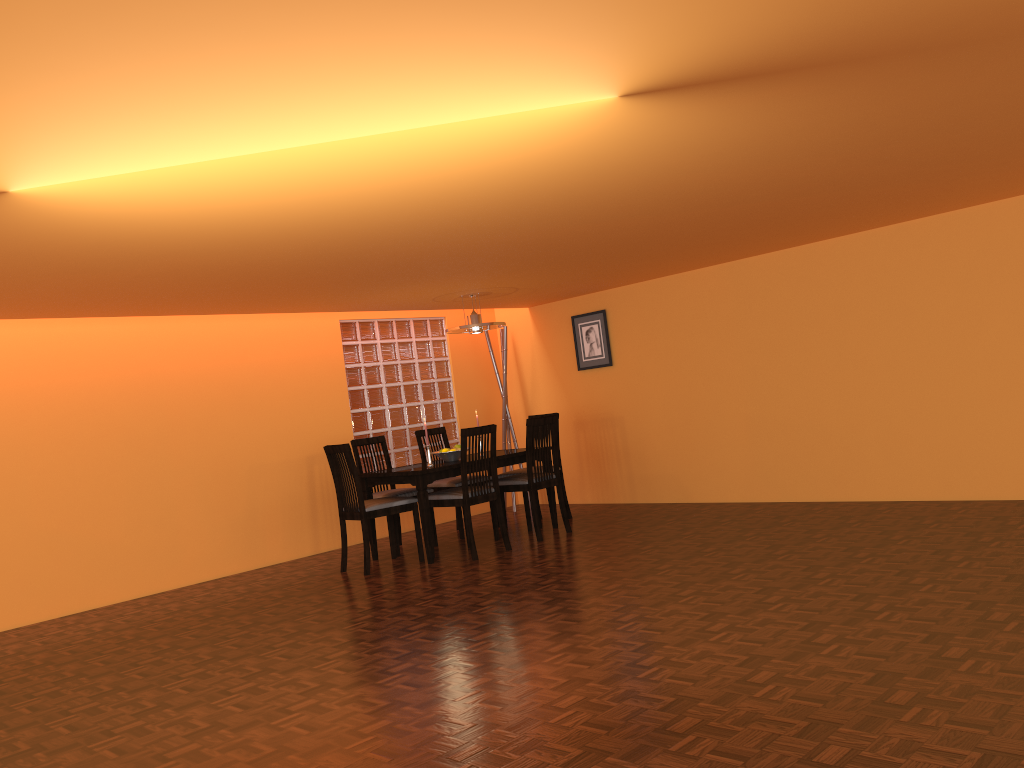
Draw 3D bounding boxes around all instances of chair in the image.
[{"bbox_3d":[0.107,0.639,6.029,0.373,0.809,0.465,-6,-2,-45],"label":"chair"},{"bbox_3d":[-0.299,0.683,5.622,0.373,0.809,0.465,-6,-2,-45],"label":"chair"},{"bbox_3d":[-0.834,0.761,6.164,0.373,0.809,0.465,-6,-2,-45],"label":"chair"},{"bbox_3d":[-0.428,0.717,6.572,0.373,0.809,0.465,-6,-2,-45],"label":"chair"},{"bbox_3d":[0.159,0.644,6.608,0.373,0.809,0.465,-8,-1,40],"label":"chair"},{"bbox_3d":[-0.876,0.756,5.579,0.465,0.809,0.373,-6,-1,-40],"label":"chair"}]

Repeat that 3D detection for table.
[{"bbox_3d":[-0.333,0.809,6.069,1.259,0.584,0.697,-6,-2,-45],"label":"table"}]

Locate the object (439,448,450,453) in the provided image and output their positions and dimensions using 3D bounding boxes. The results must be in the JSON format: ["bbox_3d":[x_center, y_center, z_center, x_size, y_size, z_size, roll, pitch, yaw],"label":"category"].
[{"bbox_3d":[-0.454,0.479,6.057,0.087,0.076,0.089,-6,-1,-39],"label":"object"}]

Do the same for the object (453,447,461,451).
[{"bbox_3d":[-0.361,0.459,6.029,0.055,0.070,0.066,-8,-1,26],"label":"object"}]

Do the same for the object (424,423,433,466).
[{"bbox_3d":[-0.555,0.374,5.815,0.044,0.326,0.044,-8,-1,34],"label":"object"}]

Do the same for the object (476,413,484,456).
[{"bbox_3d":[-0.233,0.342,6.257,0.044,0.326,0.044,-8,-1,34],"label":"object"}]

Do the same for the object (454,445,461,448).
[{"bbox_3d":[-0.367,0.448,6.109,0.069,0.066,0.069,-6,-1,-35],"label":"object"}]

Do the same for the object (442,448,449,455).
[{"bbox_3d":[-0.447,0.456,5.965,0.046,0.046,0.055,-8,-1,28],"label":"object"}]

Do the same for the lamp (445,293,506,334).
[{"bbox_3d":[-0.271,-0.498,6.319,0.435,0.274,0.435,-7,-1,-23],"label":"lamp"}]

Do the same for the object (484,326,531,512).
[{"bbox_3d":[-0.029,0.296,7.598,0.226,1.589,0.308,-7,-1,-23],"label":"object"}]

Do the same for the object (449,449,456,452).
[{"bbox_3d":[-0.399,0.462,5.980,0.055,0.046,0.046,-7,-1,8],"label":"object"}]

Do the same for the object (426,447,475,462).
[{"bbox_3d":[-0.412,0.489,6.055,0.337,0.072,0.337,-7,-1,11],"label":"object"}]

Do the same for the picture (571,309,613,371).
[{"bbox_3d":[0.646,-0.352,7.210,0.014,0.456,0.361,-6,-2,-45],"label":"picture"}]
